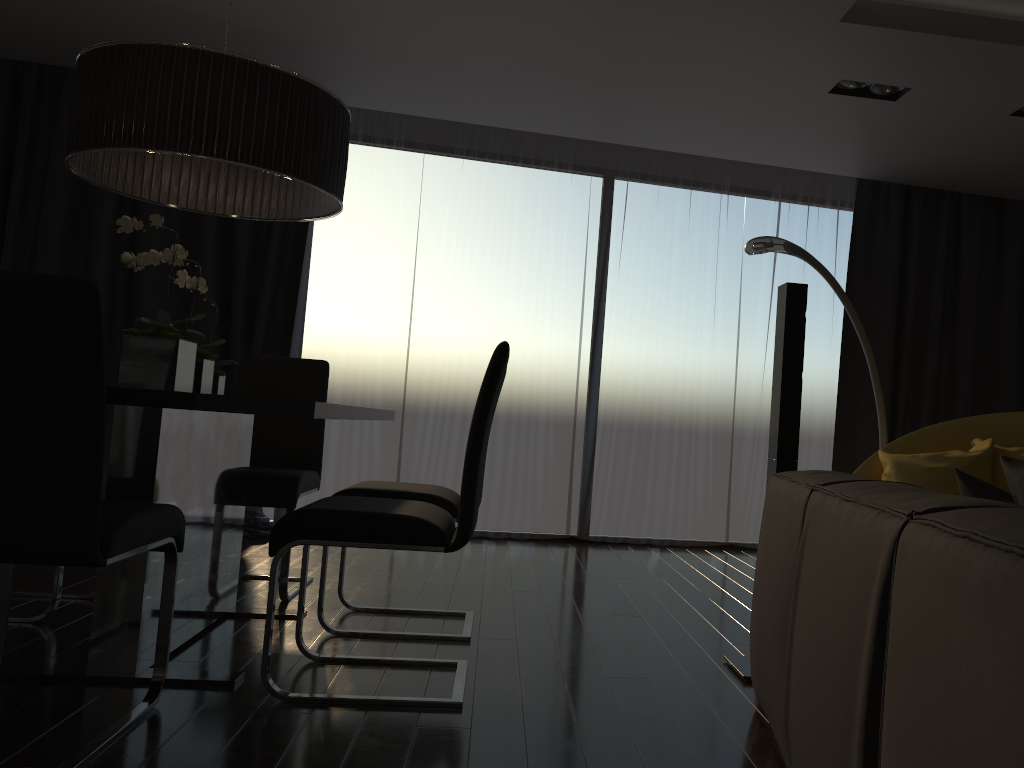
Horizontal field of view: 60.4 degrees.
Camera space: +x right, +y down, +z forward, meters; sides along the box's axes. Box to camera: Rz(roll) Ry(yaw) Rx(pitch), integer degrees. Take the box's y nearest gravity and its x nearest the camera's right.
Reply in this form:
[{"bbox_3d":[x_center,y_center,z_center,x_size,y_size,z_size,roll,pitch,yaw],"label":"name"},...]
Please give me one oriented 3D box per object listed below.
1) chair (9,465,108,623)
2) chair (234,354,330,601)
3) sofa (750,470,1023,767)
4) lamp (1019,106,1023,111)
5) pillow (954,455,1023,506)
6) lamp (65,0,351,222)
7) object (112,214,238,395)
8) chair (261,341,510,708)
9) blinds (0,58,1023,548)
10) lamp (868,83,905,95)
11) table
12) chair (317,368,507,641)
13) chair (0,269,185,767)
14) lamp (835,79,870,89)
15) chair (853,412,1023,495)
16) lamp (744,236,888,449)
[{"bbox_3d":[-1.705,0.273,3.008,0.578,0.965,0.423,5,-3,-5],"label":"chair"},{"bbox_3d":[-1.029,0.349,3.603,0.432,0.965,0.566,5,-3,-3],"label":"chair"},{"bbox_3d":[1.847,0.581,1.296,2.713,0.704,2.505,4,-3,6],"label":"sofa"},{"bbox_3d":[2.640,-1.420,4.439,0.172,0.077,0.181,3,-3,15],"label":"lamp"},{"bbox_3d":[1.343,0.271,0.862,1.113,0.431,1.988,7,-4,-41],"label":"pillow"},{"bbox_3d":[-0.910,-1.163,2.830,0.779,1.104,0.828,3,-3,20],"label":"lamp"},{"bbox_3d":[-1.036,-0.225,2.682,0.315,0.501,0.565,5,-3,-6],"label":"object"},{"bbox_3d":[-0.329,0.349,2.479,0.578,0.965,0.423,5,-3,-5],"label":"chair"},{"bbox_3d":[0.504,-0.408,5.619,7.681,2.897,0.728,5,-4,-14],"label":"blinds"},{"bbox_3d":[1.852,-1.481,4.345,0.175,0.077,0.179,4,-3,8],"label":"lamp"},{"bbox_3d":[-1.020,0.414,2.745,1.050,0.761,1.586,4,-3,-3],"label":"table"},{"bbox_3d":[-0.341,0.379,3.173,0.578,0.965,0.423,5,-3,-5],"label":"chair"},{"bbox_3d":[-1.024,0.273,1.915,0.432,0.965,0.566,5,-3,-3],"label":"chair"},{"bbox_3d":[1.672,-1.495,4.322,0.180,0.077,0.173,5,-3,-9],"label":"lamp"},{"bbox_3d":[2.304,0.594,4.148,1.196,1.006,1.437,7,-4,-37],"label":"chair"},{"bbox_3d":[2.979,0.314,5.458,4.424,1.781,0.556,6,-4,-26],"label":"lamp"}]
